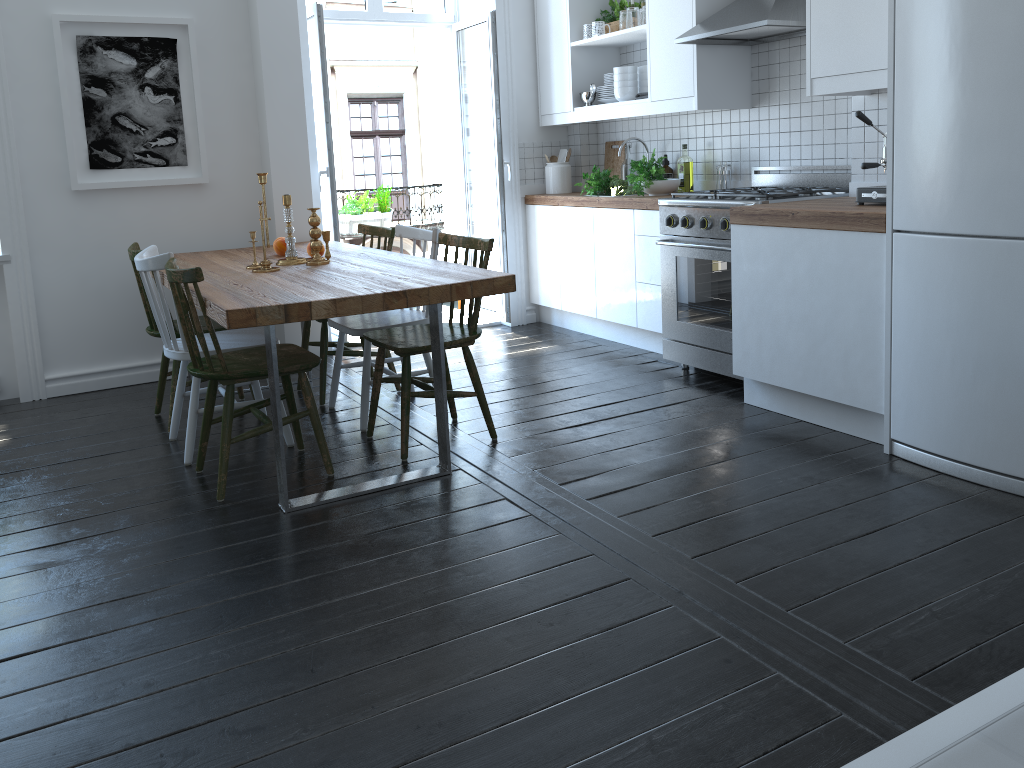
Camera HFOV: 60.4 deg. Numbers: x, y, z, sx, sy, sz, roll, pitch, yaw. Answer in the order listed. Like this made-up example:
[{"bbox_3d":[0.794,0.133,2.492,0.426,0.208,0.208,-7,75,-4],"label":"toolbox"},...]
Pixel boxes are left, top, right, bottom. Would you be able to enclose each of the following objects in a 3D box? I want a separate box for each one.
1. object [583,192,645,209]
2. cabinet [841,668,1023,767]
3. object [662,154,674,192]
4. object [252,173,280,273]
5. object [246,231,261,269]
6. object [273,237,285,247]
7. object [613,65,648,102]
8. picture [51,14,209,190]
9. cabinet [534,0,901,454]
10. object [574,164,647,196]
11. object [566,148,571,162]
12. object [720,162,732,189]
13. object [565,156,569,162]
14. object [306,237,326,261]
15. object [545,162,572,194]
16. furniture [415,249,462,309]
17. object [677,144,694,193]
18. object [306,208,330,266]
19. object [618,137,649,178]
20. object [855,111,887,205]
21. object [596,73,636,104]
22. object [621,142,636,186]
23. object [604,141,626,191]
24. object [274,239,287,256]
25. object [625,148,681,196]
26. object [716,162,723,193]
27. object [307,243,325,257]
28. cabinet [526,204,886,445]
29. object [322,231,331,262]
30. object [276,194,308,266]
[{"bbox_3d":[0.672,-1.106,5.380,0.356,0.109,0.377,-10,16,-28],"label":"object"},{"bbox_3d":[0.129,0.696,0.280,1.209,0.722,0.597,-10,13,-28],"label":"cabinet"},{"bbox_3d":[0.934,-1.275,5.337,0.085,0.227,0.087,1,10,26],"label":"object"},{"bbox_3d":[-1.040,-0.671,3.665,0.113,0.404,0.115,1,9,23],"label":"object"},{"bbox_3d":[-1.116,-0.580,3.810,0.080,0.158,0.082,0,10,18],"label":"object"},{"bbox_3d":[-1.142,-0.686,4.377,0.084,0.088,0.088,-12,14,-38],"label":"object"},{"bbox_3d":[0.742,-1.786,5.243,0.312,0.213,0.151,-10,13,-31],"label":"object"},{"bbox_3d":[-2.024,-1.501,4.704,0.692,0.873,0.084,-9,10,-29],"label":"picture"},{"bbox_3d":[1.096,-1.221,4.333,0.784,2.326,3.850,-7,13,-24],"label":"cabinet"},{"bbox_3d":[0.597,-1.188,5.361,0.471,0.302,0.288,6,14,33],"label":"object"},{"bbox_3d":[0.359,-1.427,5.890,0.131,0.291,0.057,5,11,40],"label":"object"},{"bbox_3d":[1.184,-1.140,4.869,0.059,0.170,0.060,-5,9,-15],"label":"object"},{"bbox_3d":[0.359,-1.408,5.902,0.050,0.243,0.116,1,10,25],"label":"object"},{"bbox_3d":[-0.912,-0.624,4.043,0.103,0.112,0.103,-13,15,-42],"label":"object"},{"bbox_3d":[0.312,-1.382,5.908,0.175,0.204,0.176,-8,12,-24],"label":"object"},{"bbox_3d":[-0.440,-0.866,7.162,0.403,0.367,0.934,-9,15,-28],"label":"furniture"},{"bbox_3d":[1.007,-1.251,5.118,0.067,0.278,0.067,-8,10,-34],"label":"object"},{"bbox_3d":[-0.858,-0.645,3.848,0.100,0.243,0.102,-4,9,-5],"label":"object"},{"bbox_3d":[0.802,-1.336,5.396,0.189,0.346,0.278,4,13,37],"label":"object"},{"bbox_3d":[1.472,-0.888,3.454,0.356,0.364,0.208,-9,11,-29],"label":"object"},{"bbox_3d":[0.675,-1.831,5.472,0.308,0.191,0.305,-9,14,-27],"label":"object"},{"bbox_3d":[0.747,-1.395,5.665,0.098,0.312,0.099,-8,10,-29],"label":"object"},{"bbox_3d":[0.681,-1.444,5.842,0.041,0.324,0.223,-7,11,-28],"label":"object"},{"bbox_3d":[-1.117,-0.666,4.298,0.091,0.086,0.085,-3,11,-3],"label":"object"},{"bbox_3d":[0.797,-1.210,5.029,0.342,0.264,0.274,-12,15,-38],"label":"object"},{"bbox_3d":[1.172,-1.156,4.933,0.059,0.170,0.060,-5,9,-15],"label":"object"},{"bbox_3d":[-0.925,-0.635,4.152,0.085,0.082,0.091,-6,12,-16],"label":"object"},{"bbox_3d":[1.001,-0.532,4.728,0.732,0.798,3.239,-7,15,-20],"label":"cabinet"},{"bbox_3d":[-0.828,-0.616,3.946,0.050,0.136,0.050,-8,10,-29],"label":"object"},{"bbox_3d":[-0.991,-0.688,3.921,0.140,0.305,0.143,-1,9,13],"label":"object"}]
